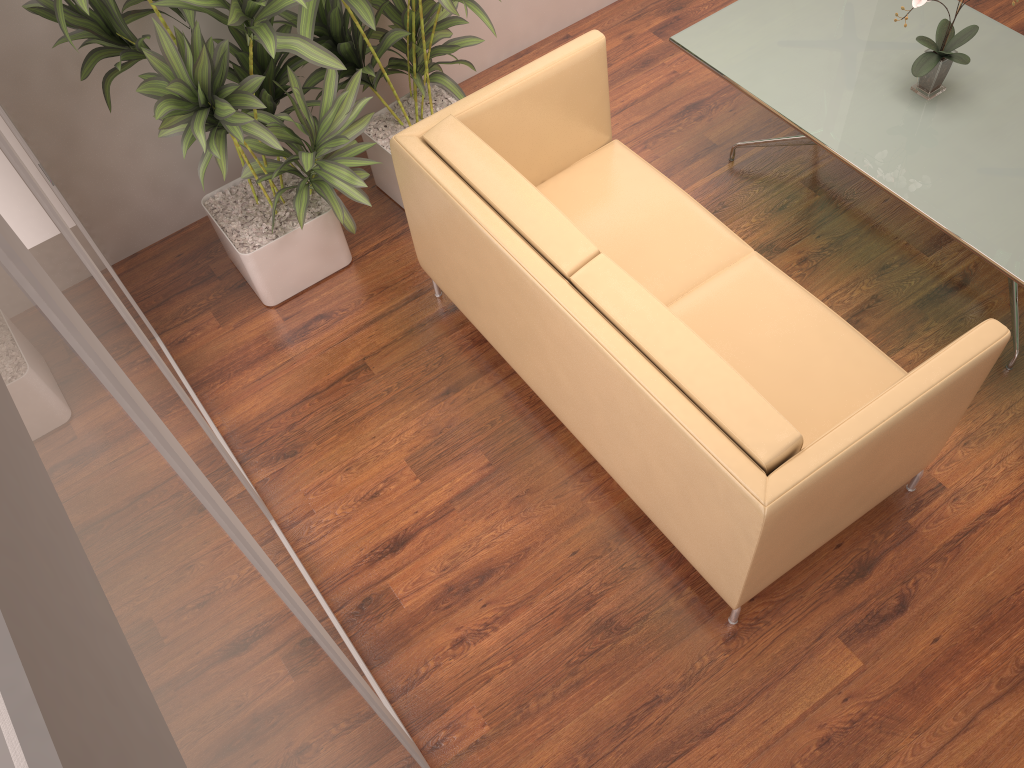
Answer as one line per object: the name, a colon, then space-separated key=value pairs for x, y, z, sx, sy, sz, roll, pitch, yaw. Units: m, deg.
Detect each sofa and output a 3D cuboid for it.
sofa: x=0.484 y=-0.260 z=2.926 sx=0.867 sy=0.874 sz=1.750 roll=-33 pitch=60 yaw=-15

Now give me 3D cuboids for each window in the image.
window: x=0.761 y=1.457 z=0.274 sx=0.061 sy=3.423 sz=8.317 roll=-33 pitch=60 yaw=-16

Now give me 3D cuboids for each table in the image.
table: x=1.549 y=-0.823 z=3.320 sx=0.927 sy=0.585 sz=1.817 roll=-33 pitch=60 yaw=-14

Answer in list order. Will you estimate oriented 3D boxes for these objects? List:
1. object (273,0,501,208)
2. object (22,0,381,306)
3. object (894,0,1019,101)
object: x=-0.474 y=-1.549 z=3.074 sx=1.075 sy=2.196 sz=0.931 roll=-21 pitch=56 yaw=-8
object: x=-1.018 y=-1.195 z=2.919 sx=0.964 sy=2.196 sz=1.038 roll=-17 pitch=56 yaw=-5
object: x=1.470 y=-1.231 z=2.873 sx=0.364 sy=0.615 sz=0.290 roll=-37 pitch=60 yaw=-17
